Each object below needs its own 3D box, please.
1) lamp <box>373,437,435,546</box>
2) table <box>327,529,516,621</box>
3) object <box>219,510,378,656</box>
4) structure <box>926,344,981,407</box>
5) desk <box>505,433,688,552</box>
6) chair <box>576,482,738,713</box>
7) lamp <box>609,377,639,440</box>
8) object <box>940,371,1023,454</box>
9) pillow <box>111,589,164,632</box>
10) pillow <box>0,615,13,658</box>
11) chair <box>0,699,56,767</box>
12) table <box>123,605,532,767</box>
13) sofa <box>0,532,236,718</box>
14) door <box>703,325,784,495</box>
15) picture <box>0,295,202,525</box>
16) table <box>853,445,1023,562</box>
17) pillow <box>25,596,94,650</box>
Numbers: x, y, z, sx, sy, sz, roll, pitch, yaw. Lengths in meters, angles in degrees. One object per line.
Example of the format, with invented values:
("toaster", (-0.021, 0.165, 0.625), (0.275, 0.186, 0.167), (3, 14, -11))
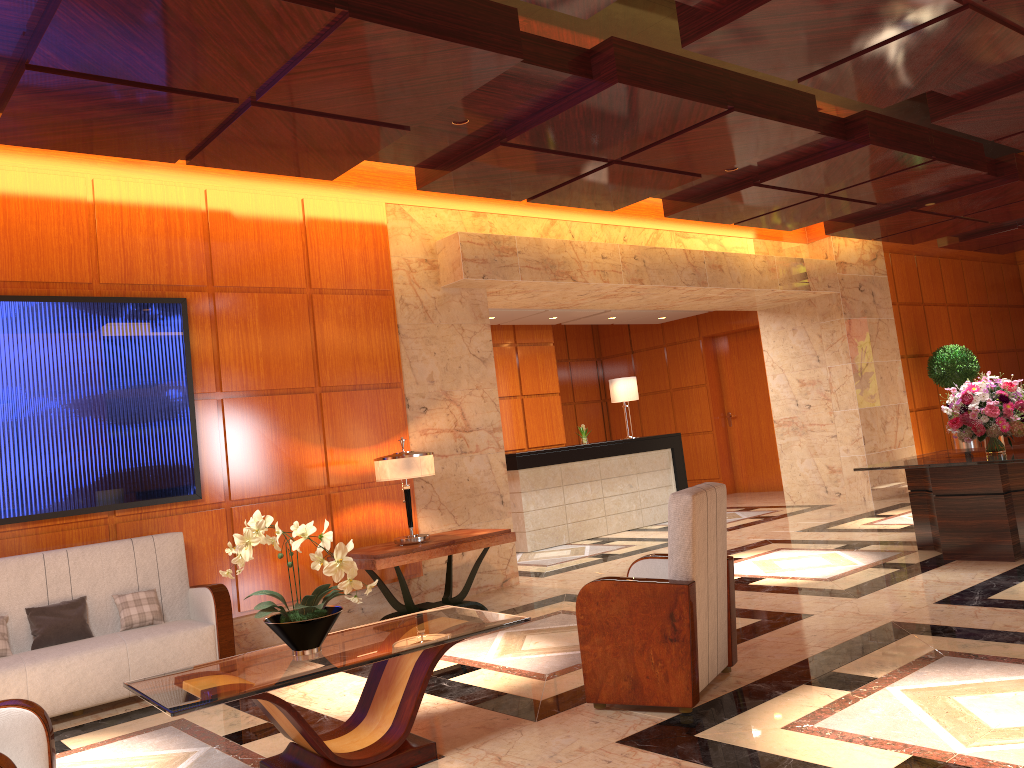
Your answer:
("lamp", (-0.798, 0.806, 6.741), (0.459, 0.813, 0.456), (-3, -6, -30))
("table", (-0.655, 1.510, 6.805), (1.271, 0.609, 0.722), (-3, -6, -39))
("object", (-0.908, 0.832, 3.775), (0.786, 0.620, 0.417), (-9, -6, 27))
("structure", (6.467, 0.259, 12.824), (0.719, 1.719, 0.721), (-10, -6, 28))
("desk", (0.946, 1.354, 11.444), (2.928, 1.146, 0.937), (-3, -6, -40))
("chair", (0.731, 0.995, 4.321), (0.627, 0.965, 0.737), (-10, -6, 29))
("lamp", (1.553, 0.332, 12.050), (0.373, 0.823, 0.371), (-5, -6, -15))
("object", (3.848, 0.226, 7.150), (0.647, 0.661, 0.680), (-11, -7, 41))
("pillow", (-2.349, 1.425, 5.575), (0.273, 0.230, 0.201), (-3, -6, -37))
("pillow", (-3.033, 1.461, 5.019), (0.344, 0.228, 0.194), (-4, -6, -34))
("chair", (-1.755, 1.171, 2.650), (0.629, 0.965, 0.734), (-5, -6, -21))
("table", (-0.718, 1.371, 3.748), (1.561, 0.498, 0.719), (-4, -5, -37))
("sofa", (-2.654, 1.464, 5.274), (1.800, 0.936, 0.610), (-3, -6, -39))
("door", (3.928, 0.440, 14.586), (0.341, 2.707, 1.280), (-2, -8, -40))
("picture", (-3.067, 0.145, 5.745), (1.998, 1.458, 0.056), (-3, -7, -39))
("table", (3.942, 0.922, 7.089), (1.601, 0.748, 1.593), (-3, -5, -40))
("pillow", (-2.717, 1.436, 5.319), (0.358, 0.254, 0.159), (-2, -7, -43))
